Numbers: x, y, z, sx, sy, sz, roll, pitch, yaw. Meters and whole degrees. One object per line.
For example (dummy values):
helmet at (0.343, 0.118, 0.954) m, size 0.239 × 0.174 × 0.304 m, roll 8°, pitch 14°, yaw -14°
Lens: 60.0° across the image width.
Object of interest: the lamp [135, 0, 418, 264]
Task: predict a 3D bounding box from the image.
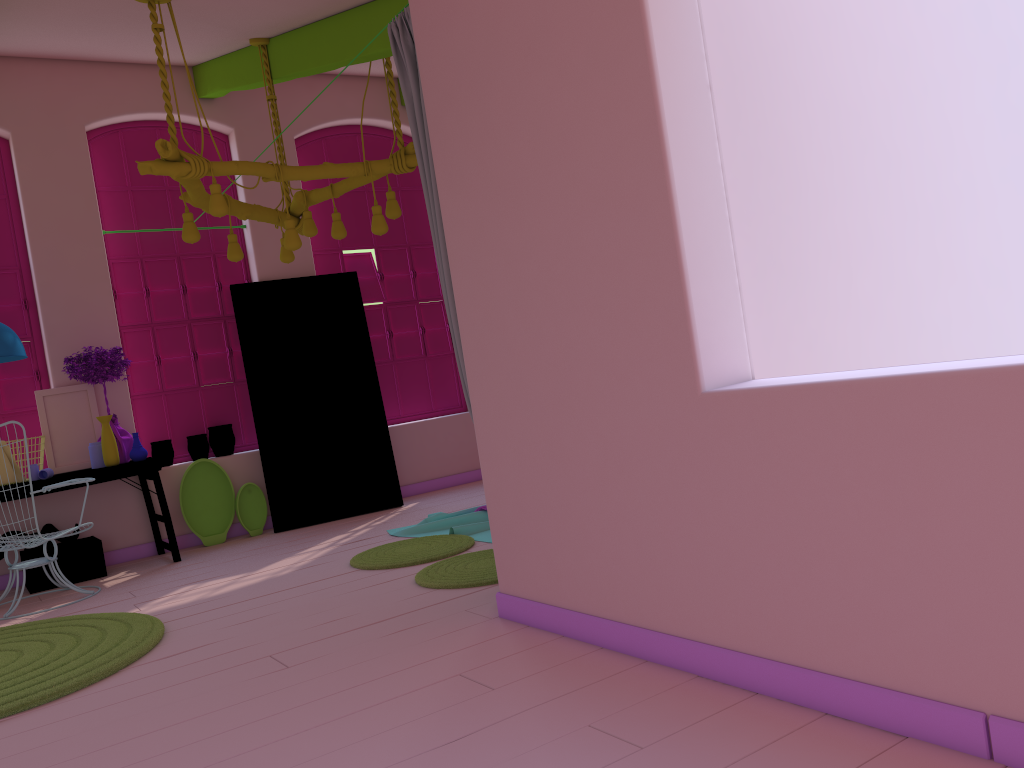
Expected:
lamp at (-1.625, -1.848, 5.337) m, size 1.612 × 2.265 × 1.774 m, roll -8°, pitch 2°, yaw 39°

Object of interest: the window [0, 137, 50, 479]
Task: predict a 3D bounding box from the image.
window at (-4.493, -0.568, 6.804) m, size 1.496 × 3.004 × 0.493 m, roll -10°, pitch 2°, yaw -33°

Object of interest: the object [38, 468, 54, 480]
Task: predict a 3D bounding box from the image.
object at (-3.438, 0.663, 6.538) m, size 0.076 × 0.076 × 0.137 m, roll -9°, pitch 1°, yaw -13°

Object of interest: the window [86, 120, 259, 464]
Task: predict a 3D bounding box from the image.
window at (-2.900, -0.839, 7.837) m, size 1.274 × 3.048 × 0.072 m, roll -10°, pitch 2°, yaw -33°

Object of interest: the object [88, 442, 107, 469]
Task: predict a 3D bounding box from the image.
object at (-3.185, 0.546, 6.816) m, size 0.109 × 0.197 × 0.109 m, roll -9°, pitch 2°, yaw 5°

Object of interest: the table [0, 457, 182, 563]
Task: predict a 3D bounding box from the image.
table at (-3.698, 1.136, 6.523) m, size 2.190 × 0.821 × 0.655 m, roll -9°, pitch 2°, yaw -33°

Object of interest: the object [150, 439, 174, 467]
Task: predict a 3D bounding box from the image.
object at (-2.973, 0.593, 7.553) m, size 0.182 × 0.223 × 0.182 m, roll -8°, pitch 2°, yaw 35°

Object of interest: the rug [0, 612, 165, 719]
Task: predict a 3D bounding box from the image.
rug at (-2.689, 1.413, 4.277) m, size 1.890 × 0.050 × 1.887 m, roll -8°, pitch 1°, yaw 45°

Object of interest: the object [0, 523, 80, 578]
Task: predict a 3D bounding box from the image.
object at (-3.555, 1.291, 6.670) m, size 0.300 × 0.448 × 0.671 m, roll -8°, pitch 2°, yaw 33°

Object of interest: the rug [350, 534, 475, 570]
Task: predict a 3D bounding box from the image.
rug at (-0.644, 1.084, 5.753) m, size 0.793 × 0.021 × 0.792 m, roll -8°, pitch 1°, yaw 40°

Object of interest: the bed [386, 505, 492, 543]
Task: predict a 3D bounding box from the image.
bed at (1.168, 0.550, 6.549) m, size 3.573 × 0.514 × 2.804 m, roll -9°, pitch 1°, yaw -33°

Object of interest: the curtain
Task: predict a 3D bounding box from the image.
curtain at (-0.129, -0.365, 4.186) m, size 0.519 × 2.786 × 0.524 m, roll -7°, pitch 2°, yaw 38°

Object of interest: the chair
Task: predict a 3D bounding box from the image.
chair at (-3.287, 0.877, 5.893) m, size 1.078 × 1.239 × 0.924 m, roll -9°, pitch 1°, yaw 2°

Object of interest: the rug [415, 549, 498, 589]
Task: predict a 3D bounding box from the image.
rug at (-0.141, 1.021, 4.966) m, size 0.792 × 0.021 × 0.792 m, roll -9°, pitch 1°, yaw -5°

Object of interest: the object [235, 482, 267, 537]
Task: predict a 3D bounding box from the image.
object at (-2.266, 1.078, 7.630) m, size 0.137 × 0.463 × 0.284 m, roll -7°, pitch 2°, yaw 42°

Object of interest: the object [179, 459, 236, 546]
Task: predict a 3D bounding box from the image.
object at (-2.598, 0.995, 7.511) m, size 0.450 × 0.734 × 0.218 m, roll -10°, pitch 2°, yaw -33°

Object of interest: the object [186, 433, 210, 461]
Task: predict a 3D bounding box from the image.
object at (-2.726, 0.552, 7.714) m, size 0.182 × 0.223 × 0.182 m, roll -8°, pitch 2°, yaw 40°

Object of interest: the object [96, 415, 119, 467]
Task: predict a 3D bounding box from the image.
object at (-3.060, 0.431, 6.724) m, size 0.116 × 0.383 × 0.115 m, roll -8°, pitch 2°, yaw 31°

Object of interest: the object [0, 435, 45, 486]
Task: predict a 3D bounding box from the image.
object at (-3.805, 0.572, 6.584) m, size 0.632 × 0.369 × 0.444 m, roll -9°, pitch 1°, yaw -33°

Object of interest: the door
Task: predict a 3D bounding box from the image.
door at (-1.745, 0.114, 7.944) m, size 1.152 × 2.211 × 0.450 m, roll -9°, pitch 2°, yaw -23°

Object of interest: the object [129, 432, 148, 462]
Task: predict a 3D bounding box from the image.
object at (-2.893, 0.485, 6.849) m, size 0.132 × 0.219 × 0.132 m, roll -9°, pitch 2°, yaw -16°

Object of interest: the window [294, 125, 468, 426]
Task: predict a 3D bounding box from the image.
window at (-1.323, -1.090, 8.879) m, size 1.512 × 3.010 × 0.214 m, roll -10°, pitch 2°, yaw -33°

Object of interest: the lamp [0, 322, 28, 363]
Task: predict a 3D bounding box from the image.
lamp at (-3.873, -1.144, 6.244) m, size 0.529 × 2.002 × 0.528 m, roll -9°, pitch 2°, yaw -1°

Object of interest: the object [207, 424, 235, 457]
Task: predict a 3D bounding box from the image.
object at (-2.558, 0.499, 7.829) m, size 0.223 × 0.272 × 0.223 m, roll -7°, pitch 2°, yaw 45°

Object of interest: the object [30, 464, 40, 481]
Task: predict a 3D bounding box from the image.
object at (-3.530, 0.653, 6.553) m, size 0.065 × 0.118 × 0.065 m, roll -8°, pitch 2°, yaw 16°

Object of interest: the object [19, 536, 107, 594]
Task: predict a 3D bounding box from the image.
object at (-3.403, 1.362, 6.724) m, size 0.521 × 0.277 × 0.446 m, roll -9°, pitch 1°, yaw -33°

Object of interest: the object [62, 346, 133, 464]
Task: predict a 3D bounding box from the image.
object at (-3.201, 0.166, 6.970) m, size 0.441 × 0.951 × 0.502 m, roll -8°, pitch 2°, yaw 17°
